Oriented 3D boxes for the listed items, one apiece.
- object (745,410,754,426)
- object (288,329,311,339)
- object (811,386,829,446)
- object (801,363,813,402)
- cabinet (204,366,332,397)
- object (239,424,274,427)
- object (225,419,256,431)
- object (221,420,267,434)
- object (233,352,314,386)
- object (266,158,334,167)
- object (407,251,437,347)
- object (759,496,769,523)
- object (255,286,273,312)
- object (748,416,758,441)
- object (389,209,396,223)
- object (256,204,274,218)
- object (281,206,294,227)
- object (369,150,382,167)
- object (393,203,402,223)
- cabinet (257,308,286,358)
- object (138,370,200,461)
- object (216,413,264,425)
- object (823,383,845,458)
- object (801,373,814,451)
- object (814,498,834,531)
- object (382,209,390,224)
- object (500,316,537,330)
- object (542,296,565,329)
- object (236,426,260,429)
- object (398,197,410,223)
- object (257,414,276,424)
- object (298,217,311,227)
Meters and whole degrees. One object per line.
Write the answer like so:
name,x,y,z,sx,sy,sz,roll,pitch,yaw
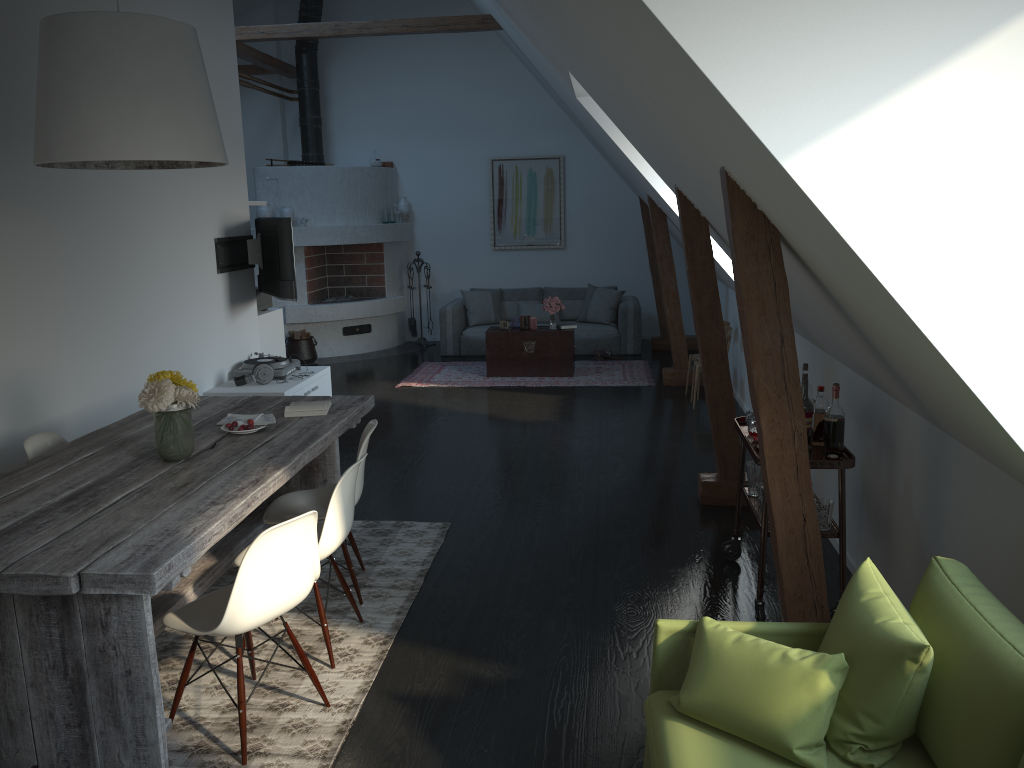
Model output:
object,1.186,0.181,4.061,0.245,0.092,0.151,6,14,34
object,-2.546,-0.484,10.588,0.240,0.370,0.270,0,11,6
object,1.338,0.136,3.854,0.067,0.257,0.099,1,11,11
object,1.334,0.064,4.048,0.073,0.320,0.073,-2,11,-3
cabinet,-1.846,0.205,6.908,0.623,0.507,1.069,0,11,6
object,-1.168,0.190,4.052,0.194,0.022,0.019,3,12,21
object,-1.238,0.192,4.043,0.132,0.034,0.144,-6,12,-21
object,-1.223,0.202,4.054,0.205,0.024,0.205,-2,11,-2
object,-1.857,-0.128,6.877,0.558,0.162,0.742,-1,11,4
object,-2.553,-2.670,10.694,0.783,0.094,0.311,-3,11,-8
object,-1.212,-1.127,11.695,0.376,1.245,0.376,-4,12,-13
object,1.111,0.541,3.817,0.092,0.099,0.092,-5,12,-16
object,-2.361,-0.716,7.643,0.435,0.211,0.496,0,11,6
object,1.104,0.110,3.921,0.114,0.292,0.114,-6,12,-21
object,-1.539,-2.153,11.383,0.092,0.180,0.092,5,13,29
object,-2.921,-1.979,10.511,0.203,0.314,0.203,-3,11,-10
object,-2.659,-1.967,10.519,0.158,0.274,0.158,-12,16,-44
object,-1.750,-2.893,11.377,0.066,0.221,0.231,7,14,36
object,-1.483,-2.218,11.513,0.081,0.258,0.150,8,14,39
cabinet,-2.517,-0.171,7.827,0.869,0.921,0.638,0,11,6
object,-1.376,0.124,3.577,0.233,0.365,0.293,-6,12,-22
object,-1.305,0.166,4.257,0.182,0.016,0.179,-1,11,1
object,1.332,0.148,3.661,0.081,0.308,0.081,-2,11,-2
object,1.237,0.119,3.759,0.080,0.329,0.080,-2,11,-3
object,1.296,0.547,3.710,0.095,0.119,0.095,-8,13,-31
object,-1.601,-2.123,11.237,0.092,0.180,0.092,6,13,34
object,0.085,-0.662,9.488,0.413,0.138,0.215,2,12,17
object,0.432,-0.762,9.398,0.234,0.351,0.235,-9,13,-33
object,-1.207,0.197,4.053,0.110,0.011,0.058,1,11,10
object,-1.424,-2.275,11.680,0.165,0.368,0.165,-6,12,-21
object,-1.224,0.170,4.233,0.182,0.014,0.185,-5,12,-19
object,-2.478,-1.936,10.572,0.161,0.114,0.064,0,11,9
